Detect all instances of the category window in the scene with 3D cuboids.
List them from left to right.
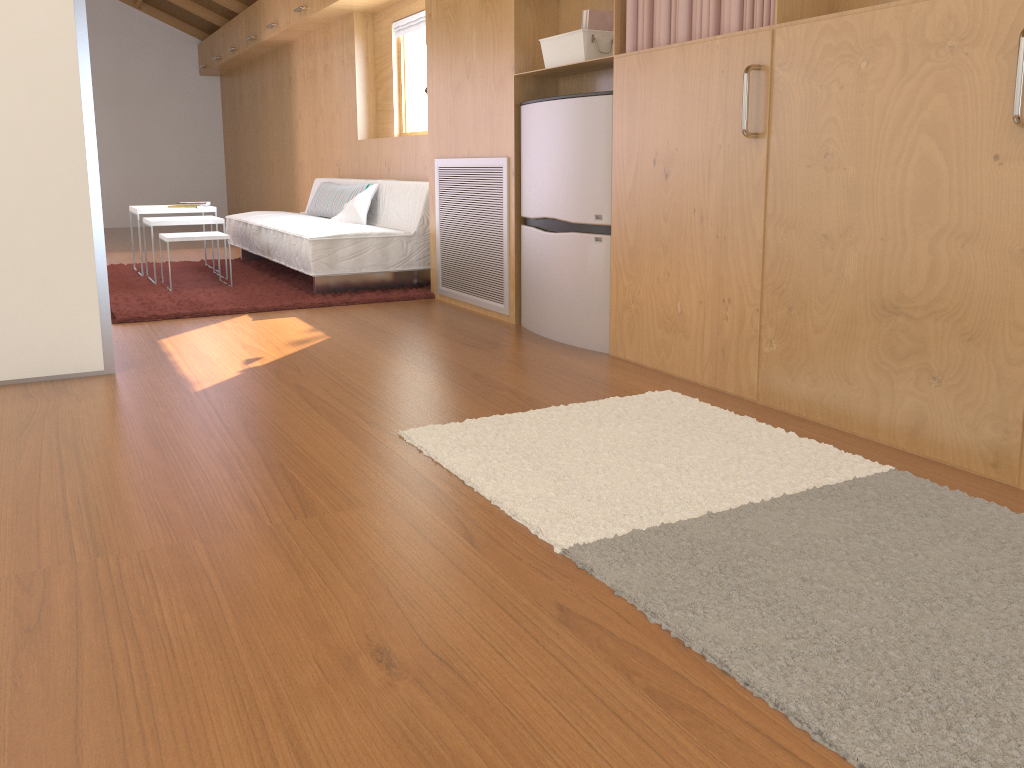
[{"bbox_3d":[-0.420,-1.960,5.543,0.035,0.779,1.513,-5,14,-27],"label":"window"}]

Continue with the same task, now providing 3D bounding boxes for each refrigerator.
[{"bbox_3d":[0.275,-0.681,3.669,0.262,0.974,0.721,-6,12,-27],"label":"refrigerator"}]

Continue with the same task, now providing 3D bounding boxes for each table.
[{"bbox_3d":[-2.282,-0.979,5.972,0.487,0.432,0.530,-7,14,-27],"label":"table"},{"bbox_3d":[-2.064,-0.853,5.575,0.426,0.378,0.464,-7,14,-27],"label":"table"},{"bbox_3d":[-1.875,-0.732,5.233,0.343,0.304,0.373,-7,14,-27],"label":"table"}]

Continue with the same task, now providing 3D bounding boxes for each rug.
[{"bbox_3d":[-1.601,-0.659,5.625,1.892,0.020,2.509,-8,16,-27],"label":"rug"},{"bbox_3d":[0.975,0.480,1.002,0.920,0.011,3.764,-7,16,-27],"label":"rug"}]

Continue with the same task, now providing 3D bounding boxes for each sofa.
[{"bbox_3d":[-1.253,-1.041,5.880,0.865,0.620,2.381,-7,15,-27],"label":"sofa"}]

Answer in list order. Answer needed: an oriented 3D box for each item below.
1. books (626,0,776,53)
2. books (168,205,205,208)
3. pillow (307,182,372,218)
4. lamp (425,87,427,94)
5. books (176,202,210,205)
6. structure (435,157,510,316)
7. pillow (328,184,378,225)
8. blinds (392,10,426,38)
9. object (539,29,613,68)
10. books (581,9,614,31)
[{"bbox_3d":[1.217,-1.184,1.811,0.189,0.649,3.144,-6,15,-27],"label":"books"},{"bbox_3d":[-2.145,-1.171,5.837,0.193,0.016,0.155,0,14,1],"label":"books"},{"bbox_3d":[-1.226,-1.280,6.179,0.172,0.248,1.053,-6,15,-27],"label":"pillow"},{"bbox_3d":[-0.420,-1.116,4.968,0.256,1.181,0.184,7,12,37],"label":"lamp"},{"bbox_3d":[-2.132,-1.208,5.918,0.193,0.016,0.155,-2,14,-8],"label":"books"},{"bbox_3d":[-0.209,-0.755,4.382,0.013,0.711,0.829,-5,13,-27],"label":"structure"},{"bbox_3d":[-1.000,-1.139,5.600,0.346,0.248,0.270,6,13,25],"label":"pillow"},{"bbox_3d":[-0.466,-2.284,5.462,0.048,0.109,1.514,-6,15,-27],"label":"blinds"},{"bbox_3d":[0.279,-1.343,3.573,0.204,0.121,0.354,-7,15,-27],"label":"object"},{"bbox_3d":[0.340,-1.358,3.459,0.150,0.190,0.089,-6,12,-28],"label":"books"}]
